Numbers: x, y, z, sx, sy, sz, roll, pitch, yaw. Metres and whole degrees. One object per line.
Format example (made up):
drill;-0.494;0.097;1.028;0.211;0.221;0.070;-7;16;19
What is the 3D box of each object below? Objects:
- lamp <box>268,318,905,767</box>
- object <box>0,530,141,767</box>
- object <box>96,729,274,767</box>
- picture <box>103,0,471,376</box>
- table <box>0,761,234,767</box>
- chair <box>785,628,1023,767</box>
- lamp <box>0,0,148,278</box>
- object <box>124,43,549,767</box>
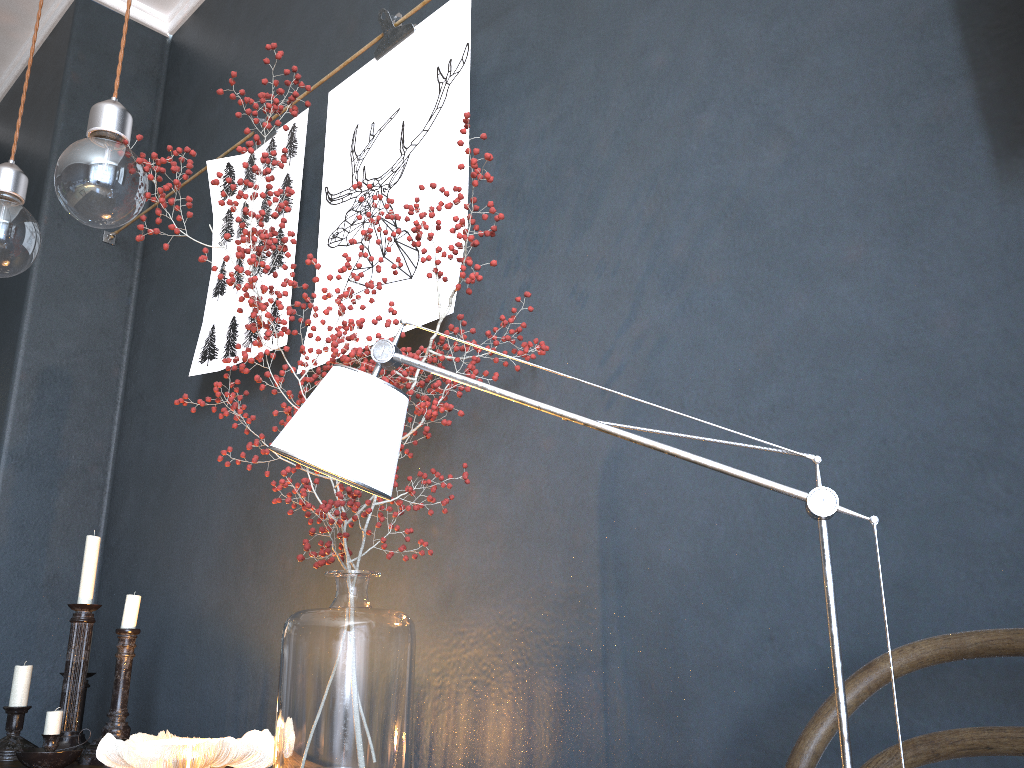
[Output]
lamp;0.184;0.436;0.620;0.800;1.065;0.243;0;-17;0
object;-0.823;0.484;1.670;0.223;0.417;0.369;16;-23;-41
object;-0.480;0.553;1.321;0.253;0.072;0.255;13;-22;-36
picture;0.321;-0.583;1.112;0.058;0.767;4.467;16;-24;-42
table;-0.693;0.833;0.892;1.128;0.724;1.608;17;-24;-42
chair;0.277;0.592;0.457;0.438;0.916;0.550;-15;-23;40
lamp;-1.241;-1.018;1.156;1.591;1.567;0.585;4;-17;-13
object;-0.216;0.093;1.285;0.557;0.926;0.641;-5;-18;15
